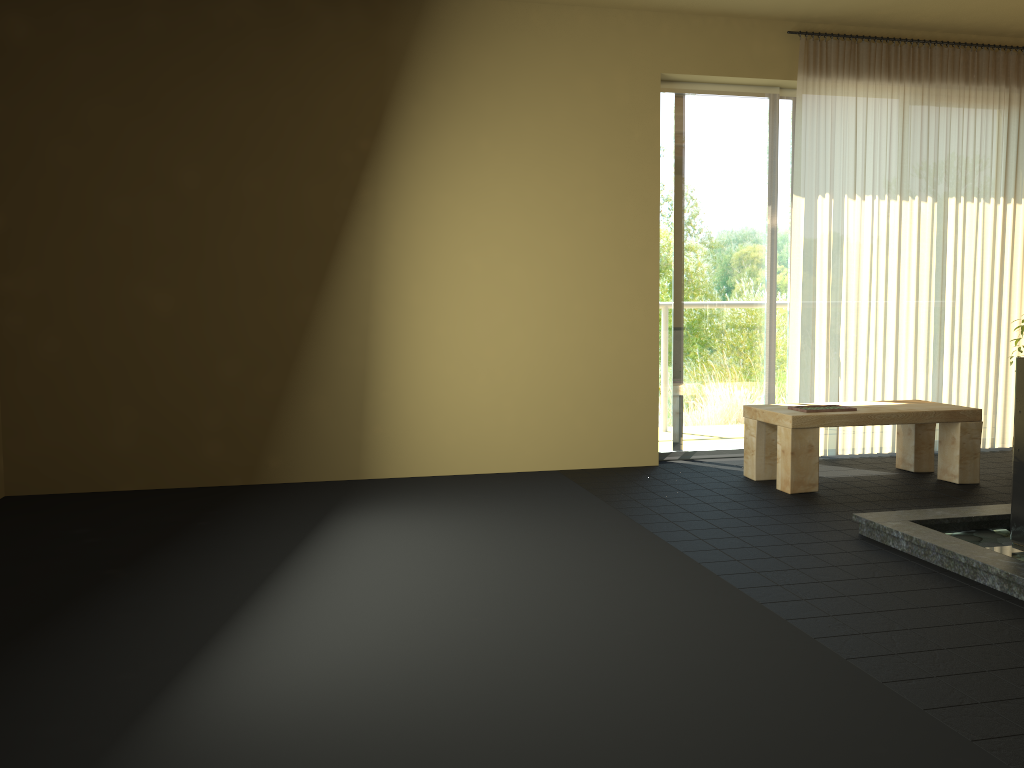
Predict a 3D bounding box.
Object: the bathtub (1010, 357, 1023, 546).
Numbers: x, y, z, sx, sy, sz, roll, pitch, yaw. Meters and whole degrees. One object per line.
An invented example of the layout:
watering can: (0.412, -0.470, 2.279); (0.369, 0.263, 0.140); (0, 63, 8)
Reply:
bathtub: (3.055, 0.038, 3.061); (2.132, 1.161, 1.069); (-1, 4, -13)

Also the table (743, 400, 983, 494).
table: (1.896, 0.325, 4.839); (1.124, 0.400, 0.514); (-1, 5, -13)

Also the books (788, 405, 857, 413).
books: (1.641, 0.130, 4.694); (0.294, 0.014, 0.182); (-1, 5, -13)

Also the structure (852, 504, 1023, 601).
structure: (3.493, 0.773, 3.176); (3.800, 0.635, 1.974); (-1, 5, -13)

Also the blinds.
blinds: (2.601, -0.853, 5.597); (1.944, 2.577, 0.064); (-1, 4, -14)

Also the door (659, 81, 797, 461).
door: (1.334, -0.681, 5.547); (1.037, 2.331, 0.063); (-1, 4, -14)

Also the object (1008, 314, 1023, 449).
object: (2.983, 0.031, 5.104); (0.242, 0.929, 0.267); (2, 4, 25)
